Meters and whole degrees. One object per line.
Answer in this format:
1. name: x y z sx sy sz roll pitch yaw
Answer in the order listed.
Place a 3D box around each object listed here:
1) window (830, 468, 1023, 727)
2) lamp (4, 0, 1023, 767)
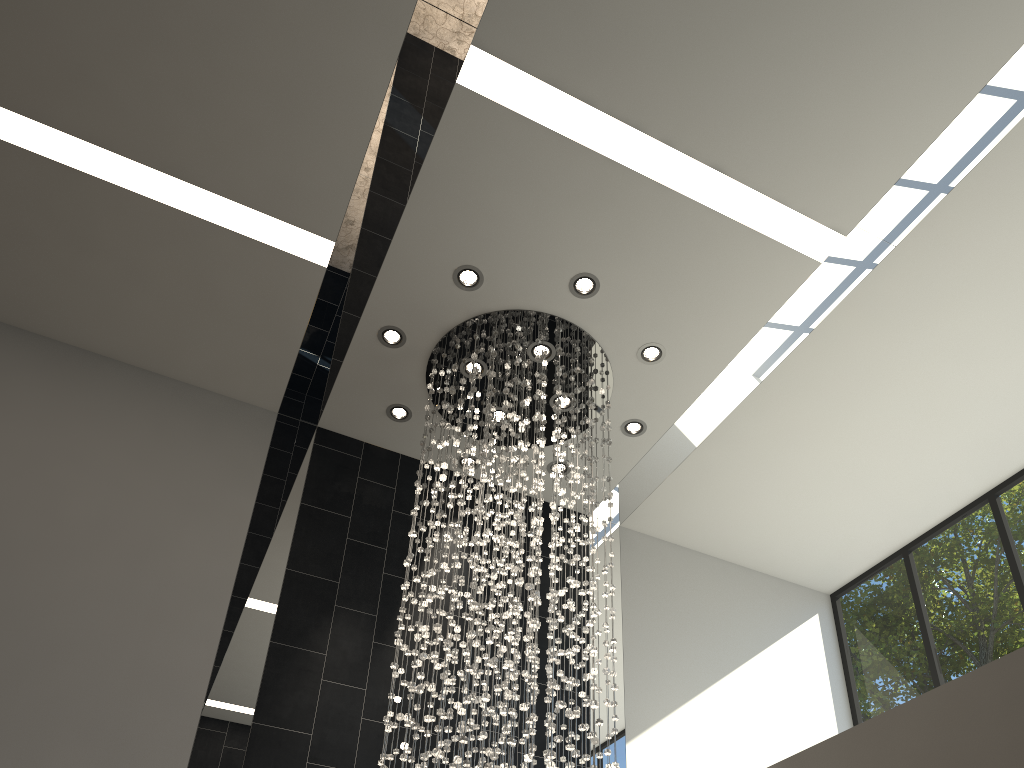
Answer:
1. window: 3.156 1.741 3.805 2.408 5.306 6.755 17 -41 -17
2. lamp: -3.053 -33.368 24.246 398.901 102.161 447.474 1 -41 2
